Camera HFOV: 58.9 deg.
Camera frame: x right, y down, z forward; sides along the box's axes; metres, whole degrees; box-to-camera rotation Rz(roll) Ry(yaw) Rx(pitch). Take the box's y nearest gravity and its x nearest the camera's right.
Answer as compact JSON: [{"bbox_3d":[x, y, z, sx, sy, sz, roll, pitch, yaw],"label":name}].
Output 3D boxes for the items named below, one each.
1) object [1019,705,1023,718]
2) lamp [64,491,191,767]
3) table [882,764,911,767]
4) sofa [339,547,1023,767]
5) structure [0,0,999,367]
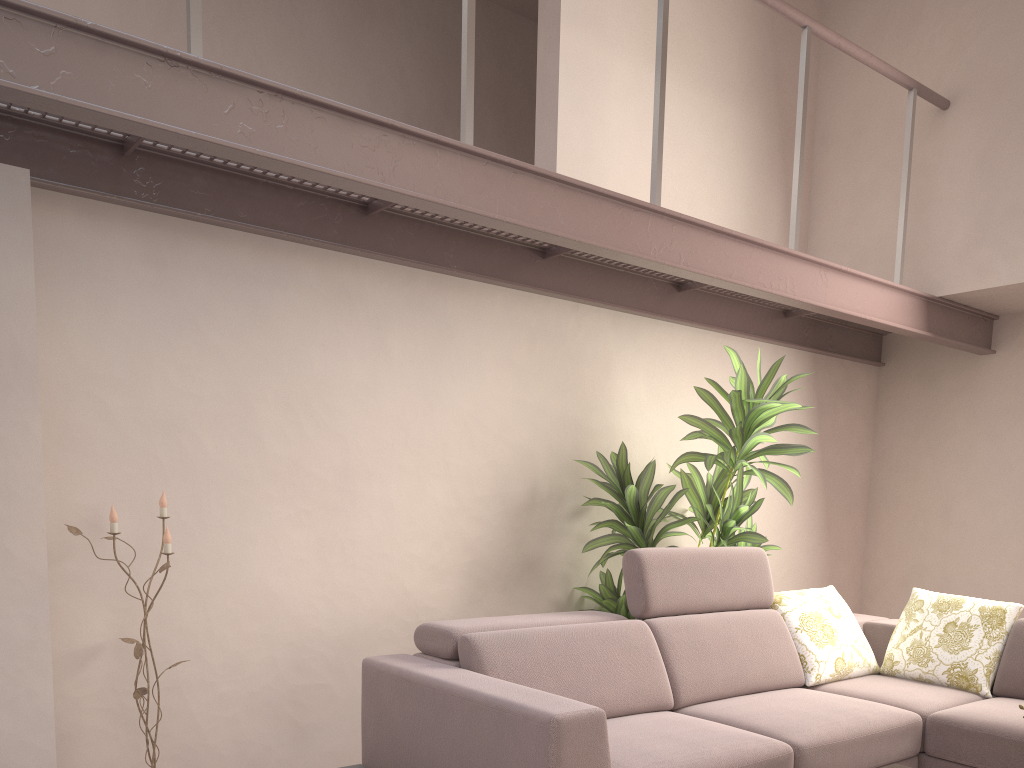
[{"bbox_3d":[1.304,0.766,2.053,0.301,0.608,0.359,-3,5,-43],"label":"object"},{"bbox_3d":[-1.260,0.912,3.006,0.339,1.152,0.228,1,7,-5],"label":"lamp"},{"bbox_3d":[1.240,1.244,2.096,0.714,0.353,1.176,5,-7,-38],"label":"table"},{"bbox_3d":[1.133,1.049,2.931,3.193,0.958,2.122,6,-7,-38],"label":"sofa"},{"bbox_3d":[0.608,-0.213,2.132,7.282,3.272,3.703,5,-3,-38],"label":"structure"}]
